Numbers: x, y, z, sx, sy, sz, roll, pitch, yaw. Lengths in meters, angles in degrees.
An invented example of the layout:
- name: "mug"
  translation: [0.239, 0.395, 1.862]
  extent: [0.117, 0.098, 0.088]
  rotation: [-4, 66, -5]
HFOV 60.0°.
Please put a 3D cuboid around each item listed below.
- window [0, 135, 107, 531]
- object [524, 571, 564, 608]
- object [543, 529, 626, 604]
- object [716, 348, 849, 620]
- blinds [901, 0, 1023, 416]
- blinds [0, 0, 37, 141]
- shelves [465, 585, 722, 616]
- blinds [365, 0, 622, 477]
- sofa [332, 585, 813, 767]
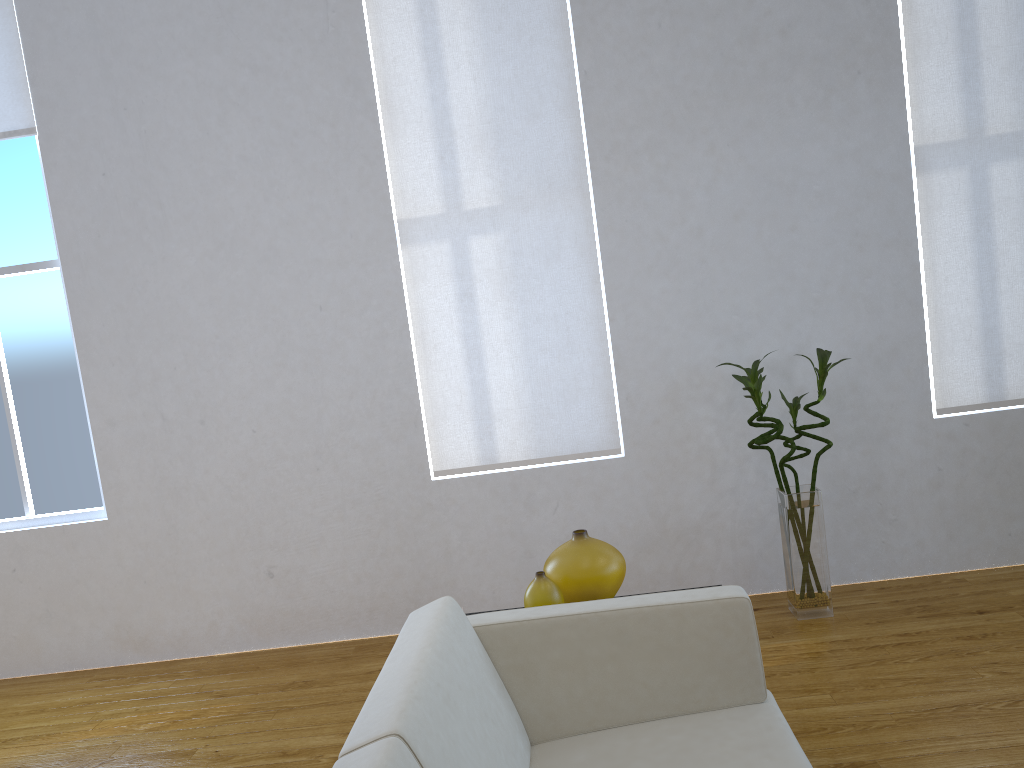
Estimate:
- name: "window"
  translation: [-2.183, -0.451, 3.664]
  extent: [0.775, 2.135, 0.073]
  rotation: [-7, 6, 4]
- name: "object"
  translation: [0.078, 0.528, 2.119]
  extent: [0.096, 0.161, 0.095]
  rotation: [-2, 8, 45]
- name: "object"
  translation: [0.185, 0.477, 2.243]
  extent: [0.207, 0.216, 0.206]
  rotation: [-3, 7, 45]
- name: "object"
  translation: [1.008, 0.365, 3.294]
  extent: [0.483, 0.983, 0.379]
  rotation: [-10, 6, -24]
- name: "blinds"
  translation: [1.886, -0.970, 3.317]
  extent: [0.762, 2.118, 0.007]
  rotation: [-7, 6, 4]
- name: "blinds"
  translation: [-2.289, -1.211, 3.506]
  extent: [0.762, 0.558, 0.007]
  rotation: [-7, 6, 4]
- name: "shelves"
  translation: [0.214, 0.813, 2.214]
  extent: [0.730, 0.452, 0.348]
  rotation: [-7, 5, 4]
- name: "blinds"
  translation: [-0.078, -0.716, 3.446]
  extent: [0.762, 2.117, 0.007]
  rotation: [-7, 6, 4]
- name: "sofa"
  translation: [0.823, 0.722, 0.876]
  extent: [9.725, 0.681, 5.321]
  rotation: [-7, 4, 4]
